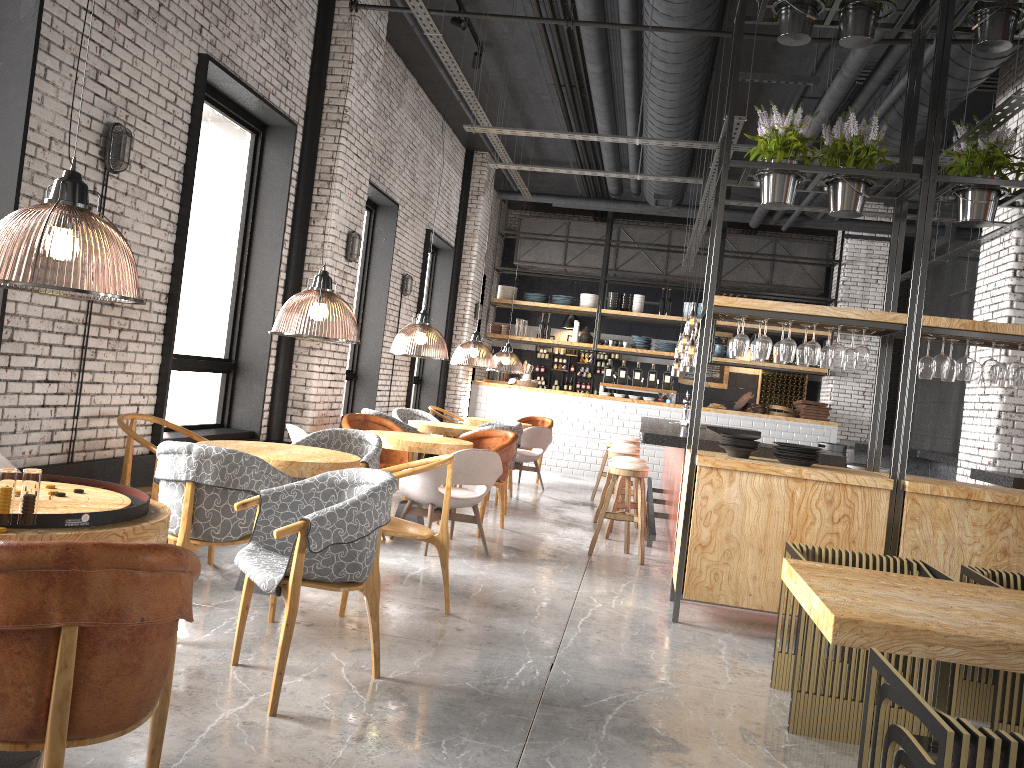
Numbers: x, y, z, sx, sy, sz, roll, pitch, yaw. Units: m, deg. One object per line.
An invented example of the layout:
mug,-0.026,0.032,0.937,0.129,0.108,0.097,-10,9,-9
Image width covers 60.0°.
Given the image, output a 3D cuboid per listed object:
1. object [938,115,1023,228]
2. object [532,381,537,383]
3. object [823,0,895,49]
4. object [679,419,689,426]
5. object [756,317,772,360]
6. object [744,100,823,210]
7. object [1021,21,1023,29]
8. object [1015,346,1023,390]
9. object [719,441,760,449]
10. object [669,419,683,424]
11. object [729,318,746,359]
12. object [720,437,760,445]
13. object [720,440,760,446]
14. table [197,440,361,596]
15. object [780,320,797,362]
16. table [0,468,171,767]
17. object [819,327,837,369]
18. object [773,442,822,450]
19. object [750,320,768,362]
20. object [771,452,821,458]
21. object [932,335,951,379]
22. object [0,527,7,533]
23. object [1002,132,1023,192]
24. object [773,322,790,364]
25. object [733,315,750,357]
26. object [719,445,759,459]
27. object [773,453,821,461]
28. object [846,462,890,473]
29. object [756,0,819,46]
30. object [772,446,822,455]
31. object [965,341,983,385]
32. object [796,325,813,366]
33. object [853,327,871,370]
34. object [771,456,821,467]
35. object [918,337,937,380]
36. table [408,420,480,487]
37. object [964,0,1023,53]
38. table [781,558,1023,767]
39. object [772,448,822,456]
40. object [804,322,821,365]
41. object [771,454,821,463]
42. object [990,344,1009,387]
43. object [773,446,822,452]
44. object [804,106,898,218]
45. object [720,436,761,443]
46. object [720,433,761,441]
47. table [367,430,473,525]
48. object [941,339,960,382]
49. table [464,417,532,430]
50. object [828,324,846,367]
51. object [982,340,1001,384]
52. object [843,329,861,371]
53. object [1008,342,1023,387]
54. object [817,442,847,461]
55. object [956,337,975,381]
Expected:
object,2.953,-1.284,5.598,0.416,0.559,0.468,7,-1,-42
object,0.334,-0.013,14.768,0.160,0.075,0.161,7,0,-28
object,2.258,-2.492,5.752,0.416,0.559,0.467,7,-1,-12
object,2.031,0.442,10.309,0.091,0.091,0.178,7,0,-16
object,1.587,-0.289,5.570,0.101,0.267,0.101,7,-1,-28
object,1.740,-1.423,5.734,0.416,0.559,0.468,7,-1,-41
object,3.462,-2.354,5.575,0.416,0.559,0.467,7,-1,3
object,3.237,-0.100,5.606,0.101,0.267,0.101,6,-1,23
object,1.461,0.416,5.705,0.257,0.075,0.256,7,0,9
object,2.070,0.437,11.139,0.200,0.106,0.766,7,0,9
object,1.494,-0.301,5.874,0.101,0.267,0.101,7,-1,-28
object,1.464,0.392,5.705,0.257,0.072,0.257,7,0,-19
object,1.462,0.409,5.705,0.257,0.075,0.256,7,0,34
table,-1.395,0.792,5.149,0.931,0.810,0.933,7,0,-34
object,1.732,-0.273,5.548,0.101,0.267,0.101,7,-1,-28
table,-1.589,0.692,2.737,0.931,0.973,0.933,7,-1,-39
object,2.064,-0.235,5.786,0.101,0.267,0.101,7,-1,-28
object,1.811,0.406,5.635,0.306,0.039,0.306,7,0,-9
object,1.630,-0.285,5.853,0.101,0.267,0.101,7,-1,-28
object,1.802,0.461,5.633,0.305,0.046,0.306,6,0,-34
object,2.625,-0.170,5.411,0.101,0.267,0.101,6,-1,23
object,-1.361,0.388,2.357,0.032,0.010,0.032,7,0,-31
object,3.385,-1.234,5.561,0.467,0.559,0.416,7,-1,-24
object,1.774,-0.268,5.831,0.101,0.267,0.101,7,-1,-28
object,1.451,-0.305,5.591,0.101,0.267,0.101,7,-1,-28
object,1.458,0.440,5.704,0.257,0.067,0.257,7,0,1
object,1.802,0.469,5.632,0.306,0.044,0.305,7,0,9
object,2.647,1.137,6.806,0.400,1.035,0.397,6,-1,44
object,1.880,-2.536,5.829,0.467,0.559,0.416,7,-1,-4
object,1.807,0.432,5.634,0.306,0.037,0.305,7,0,10
object,2.947,-0.133,5.650,0.101,0.267,0.101,6,-1,23
object,1.919,-0.252,5.808,0.101,0.267,0.101,7,-1,-28
object,2.166,-0.223,5.481,0.101,0.267,0.101,6,-1,40
object,1.800,0.495,5.632,0.305,0.035,0.306,6,0,-44
object,2.667,-0.166,5.693,0.101,0.267,0.101,6,-1,23
table,-0.724,0.860,9.770,0.931,0.810,0.933,7,0,-34
object,3.068,-2.399,5.584,0.417,0.559,0.467,6,-1,28
table,1.504,1.152,3.123,0.997,0.763,0.999,7,0,9
object,1.806,0.446,5.633,0.305,0.042,0.306,6,0,-34
object,1.877,-0.256,5.525,0.101,0.267,0.101,7,-1,-28
object,1.800,0.484,5.632,0.306,0.041,0.305,7,0,26
object,3.092,-0.117,5.628,0.101,0.267,0.101,6,-1,23
object,1.808,0.420,5.635,0.305,0.048,0.305,7,0,34
object,2.186,-1.372,5.748,0.467,0.559,0.416,7,-1,-15
object,1.465,0.387,5.706,0.257,0.072,0.257,7,0,8
object,1.469,0.362,5.705,0.256,0.076,0.257,7,0,-44
table,-0.834,0.852,7.449,0.931,0.810,0.933,7,0,-34
object,2.803,-0.150,5.673,0.101,0.267,0.101,6,-1,23
table,-0.233,0.911,12.125,0.931,0.810,0.933,7,0,-39
object,2.022,-0.239,5.503,0.101,0.267,0.101,7,-1,-28
object,2.905,-0.138,5.368,0.101,0.267,0.101,6,-1,23
object,2.209,-0.218,5.764,0.101,0.267,0.101,6,-1,40
object,3.050,-0.121,5.345,0.101,0.267,0.101,6,-1,23
object,4.223,1.309,11.843,0.400,1.035,0.397,6,-1,44
object,2.760,-0.154,5.390,0.101,0.267,0.101,6,-1,23
